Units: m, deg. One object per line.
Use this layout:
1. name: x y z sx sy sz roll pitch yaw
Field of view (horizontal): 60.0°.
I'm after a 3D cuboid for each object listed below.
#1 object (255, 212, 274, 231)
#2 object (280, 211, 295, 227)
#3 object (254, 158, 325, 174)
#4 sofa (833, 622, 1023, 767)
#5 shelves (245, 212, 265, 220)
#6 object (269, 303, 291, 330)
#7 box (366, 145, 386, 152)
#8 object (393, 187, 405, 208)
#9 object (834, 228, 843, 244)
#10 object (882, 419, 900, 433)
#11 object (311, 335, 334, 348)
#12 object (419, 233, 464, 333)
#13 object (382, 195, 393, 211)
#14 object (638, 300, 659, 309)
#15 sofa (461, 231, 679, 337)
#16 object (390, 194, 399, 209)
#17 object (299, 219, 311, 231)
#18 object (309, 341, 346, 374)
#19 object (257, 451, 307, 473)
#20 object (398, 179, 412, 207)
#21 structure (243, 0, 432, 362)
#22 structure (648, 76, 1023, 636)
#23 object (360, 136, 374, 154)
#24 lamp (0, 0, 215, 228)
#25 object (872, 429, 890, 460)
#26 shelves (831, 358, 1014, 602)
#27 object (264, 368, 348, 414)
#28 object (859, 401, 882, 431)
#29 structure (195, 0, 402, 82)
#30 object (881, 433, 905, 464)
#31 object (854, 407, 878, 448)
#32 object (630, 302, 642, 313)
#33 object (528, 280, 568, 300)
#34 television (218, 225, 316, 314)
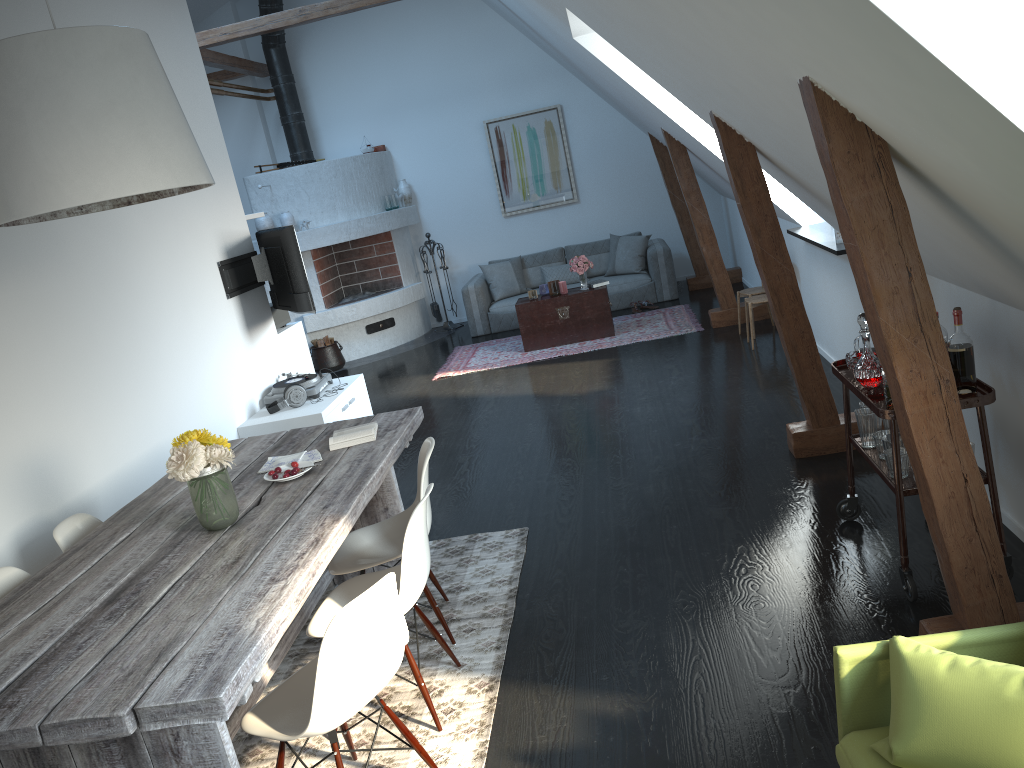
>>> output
1. object: -2.792 -1.777 10.035 0.203 0.314 0.203 -14 14 -8
2. object: -2.532 -1.812 10.035 0.158 0.274 0.158 2 19 46
3. object: -2.547 -2.530 10.178 0.783 0.094 0.311 -13 14 -6
4. sofa: 1.096 0.969 1.037 0.898 0.825 2.093 -10 14 7
5. shelves: -2.807 -1.175 7.058 1.604 0.038 0.478 -10 14 8
6. object: -2.094 -0.503 7.203 0.435 0.211 0.496 -10 14 8
7. box: -1.702 -2.922 11.068 0.229 0.078 0.127 -10 14 8
8. object: -1.393 -2.311 10.976 0.081 0.258 0.150 0 18 41
9. object: 1.944 -1.084 5.382 0.309 0.461 0.131 -5 15 26
10. object: 1.566 0.160 3.645 0.087 0.155 0.087 -17 14 -18
11. object: -2.155 -0.377 10.160 0.240 0.370 0.270 -10 14 8
12. object: -0.928 -1.294 11.193 0.376 1.245 0.376 -15 14 -11
13. object: -1.499 -2.184 10.709 0.092 0.180 0.092 -2 17 35
14. object: 1.520 -0.885 9.831 0.101 0.090 0.277 -21 16 -34
15. sofa: 0.677 -1.247 10.604 2.458 0.770 1.107 -10 14 8
16. object: -1.440 -2.231 10.852 0.092 0.180 0.092 -4 16 30
17. object: -2.347 -1.815 10.083 0.161 0.114 0.064 -9 14 11
18. object: -2.124 -0.305 10.195 0.384 0.313 0.384 -3 16 34
19. object: -0.989 0.333 3.821 0.182 0.016 0.179 -11 13 3
20. object: -1.340 -2.386 11.139 0.165 0.368 0.165 -17 14 -19
21. structure: -2.887 -2.697 11.237 3.058 4.752 3.049 -8 14 17
22. structure: 1.625 -0.525 4.299 1.023 1.963 12.350 -10 14 8
23. object: -1.778 -2.922 10.823 0.066 0.221 0.231 -2 17 37
24. lamp: -1.658 -1.928 2.631 0.757 2.813 0.697 -20 16 -31
25. object: 1.479 0.242 3.506 0.092 0.099 0.092 -15 14 -14
26. shelves: 1.581 0.318 3.475 0.438 0.732 0.803 -11 13 4
27. object: -1.514 0.022 6.444 0.558 0.162 0.742 -11 14 6
28. object: 1.514 0.151 3.728 0.087 0.155 0.087 -17 14 -18
29. structure: -3.729 -2.729 5.980 10.230 3.562 15.910 -9 14 13
30. object: 1.473 0.258 3.399 0.095 0.119 0.095 -20 15 -29
31. object: 1.464 0.181 3.648 0.087 0.155 0.087 -17 14 -18
32. object: 1.363 -0.849 9.821 0.101 0.090 0.277 -13 13 -3
33. object: 0.372 -0.964 8.964 0.413 0.138 0.215 -7 14 19
34. television: -1.909 -0.770 6.521 0.537 0.652 1.005 -19 15 -26
